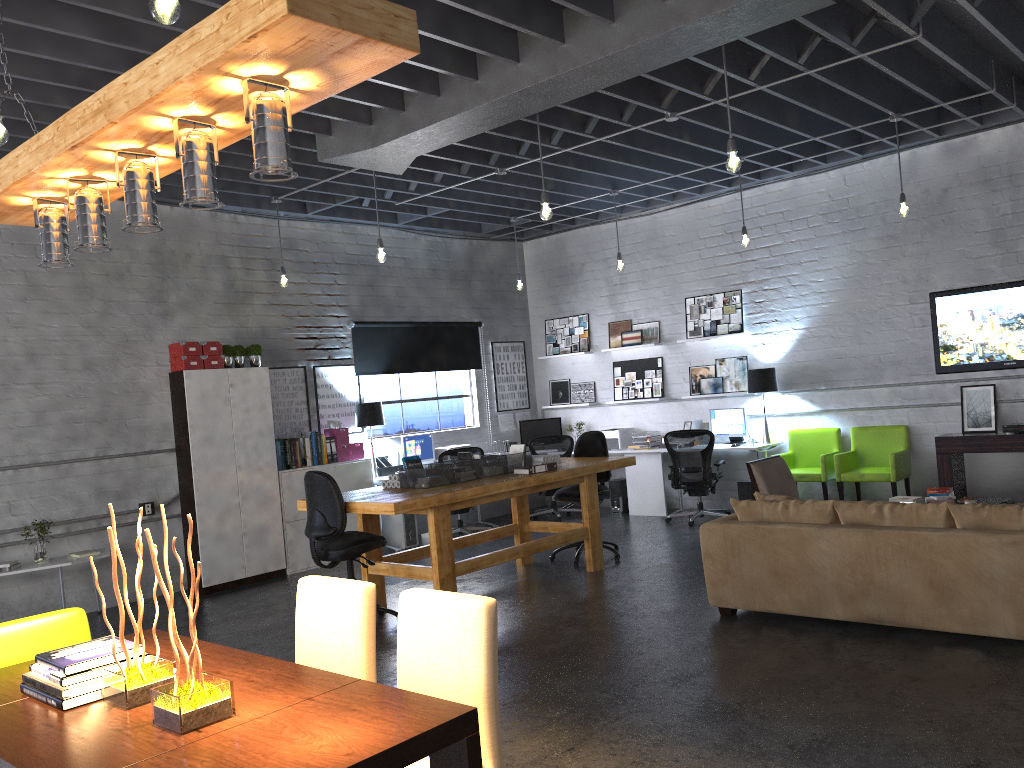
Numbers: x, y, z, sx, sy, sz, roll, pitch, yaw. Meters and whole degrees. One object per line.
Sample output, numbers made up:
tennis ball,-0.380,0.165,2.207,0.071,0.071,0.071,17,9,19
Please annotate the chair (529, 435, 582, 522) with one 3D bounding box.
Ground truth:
chair,0.462,1.149,11.010,0.731,1.031,0.753,-5,0,-24

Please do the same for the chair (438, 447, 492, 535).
chair,-0.641,1.234,10.048,0.731,1.031,0.753,-5,0,-44

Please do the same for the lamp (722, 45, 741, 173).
lamp,1.310,-1.720,5.379,0.104,0.878,0.104,-5,0,-4

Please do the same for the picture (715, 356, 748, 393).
picture,2.546,-0.104,10.265,0.410,0.408,0.047,-5,0,42

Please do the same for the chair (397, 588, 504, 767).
chair,-0.352,1.163,2.650,0.491,0.959,0.615,-5,0,42

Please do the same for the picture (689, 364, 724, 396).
picture,2.295,-0.048,10.485,0.452,0.345,0.054,-5,0,42

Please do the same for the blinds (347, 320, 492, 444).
blinds,-1.041,0.043,10.733,0.100,1.632,2.118,-5,0,42

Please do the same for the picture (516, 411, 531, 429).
picture,0.167,0.494,12.070,0.036,0.221,0.289,-5,0,42

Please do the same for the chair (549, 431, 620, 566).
chair,0.670,1.033,8.180,0.659,1.165,0.686,-5,0,40

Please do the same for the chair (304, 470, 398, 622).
chair,-1.185,1.174,6.407,0.659,1.165,0.686,-5,0,40

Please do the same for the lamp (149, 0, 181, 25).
lamp,-1.096,-1.541,2.714,0.104,0.878,0.104,-5,0,-27

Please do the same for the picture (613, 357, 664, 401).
picture,1.579,-0.058,11.134,0.750,0.503,0.058,-5,0,42

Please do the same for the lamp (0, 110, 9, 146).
lamp,-2.195,-1.434,3.713,0.104,0.878,0.104,-5,0,-30

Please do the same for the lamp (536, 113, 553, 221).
lamp,0.211,-1.613,6.378,0.104,0.878,0.104,-5,0,42

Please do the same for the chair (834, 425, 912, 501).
chair,3.681,0.903,9.008,0.612,0.920,0.515,-5,0,42

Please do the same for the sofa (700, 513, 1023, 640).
sofa,2.467,1.115,5.458,2.332,0.628,1.103,-5,-1,42

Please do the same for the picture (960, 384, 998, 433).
picture,4.480,0.238,8.512,0.308,0.457,0.092,-5,0,42

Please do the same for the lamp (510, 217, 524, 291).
lamp,0.060,-1.553,10.601,0.104,0.878,0.104,-5,0,42

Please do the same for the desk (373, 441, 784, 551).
desk,0.650,1.244,9.897,3.577,0.785,3.296,-5,-1,42

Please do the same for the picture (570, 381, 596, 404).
picture,0.934,0.118,11.738,0.410,0.277,0.036,-5,0,42

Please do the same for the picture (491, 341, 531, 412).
picture,-0.013,-0.108,11.938,0.020,0.935,0.658,-5,0,42

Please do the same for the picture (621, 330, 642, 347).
picture,1.503,-0.568,11.146,0.311,0.196,0.029,-5,0,42

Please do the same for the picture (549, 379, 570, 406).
picture,0.649,0.113,11.998,0.355,0.343,0.042,-5,0,42

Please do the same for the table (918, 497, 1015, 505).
table,3.766,1.192,7.693,0.872,0.300,0.873,-4,-1,-44

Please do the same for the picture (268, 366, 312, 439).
picture,-2.385,0.211,9.298,0.020,0.780,0.606,-5,0,42

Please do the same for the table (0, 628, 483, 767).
table,-1.005,1.309,2.579,1.801,0.780,0.853,-5,0,42

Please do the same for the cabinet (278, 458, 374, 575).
cabinet,-2.021,1.350,9.265,0.466,1.021,1.150,-5,0,42

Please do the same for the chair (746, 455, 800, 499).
chair,2.437,1.032,7.340,0.725,0.842,0.574,-5,0,42

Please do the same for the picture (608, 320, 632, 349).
picture,1.376,-0.629,11.279,0.355,0.343,0.042,-5,0,42

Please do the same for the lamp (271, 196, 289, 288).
lamp,-2.253,-1.374,8.620,0.104,0.878,0.104,-5,0,42

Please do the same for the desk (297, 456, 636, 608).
desk,-0.208,1.219,7.287,1.116,0.926,2.830,-5,-1,42

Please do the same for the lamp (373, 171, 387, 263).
lamp,-1.158,-1.481,7.624,0.104,0.878,0.104,-5,0,42

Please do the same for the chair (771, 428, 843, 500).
chair,3.168,0.953,9.475,0.612,0.920,0.515,-5,0,42

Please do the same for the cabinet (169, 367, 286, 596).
cabinet,-2.686,0.884,8.428,0.291,2.047,0.872,-5,0,42

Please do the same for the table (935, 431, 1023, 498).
table,4.724,0.853,8.142,1.411,0.820,0.403,-5,0,42

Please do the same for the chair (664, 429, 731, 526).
chair,2.017,1.001,9.802,0.732,1.031,0.752,-5,0,11

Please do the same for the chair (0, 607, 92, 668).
chair,-1.605,1.314,3.148,0.609,0.909,0.636,-5,0,42

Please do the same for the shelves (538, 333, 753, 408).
shelves,1.561,-0.127,11.049,3.026,0.694,0.199,-5,0,42

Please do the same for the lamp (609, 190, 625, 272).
lamp,1.141,-1.658,9.618,0.104,0.878,0.104,-5,0,42

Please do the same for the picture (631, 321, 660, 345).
picture,1.661,-0.624,11.019,0.410,0.277,0.036,-5,0,42

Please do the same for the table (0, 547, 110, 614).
table,-3.820,1.729,7.212,0.517,0.532,1.335,-5,0,42

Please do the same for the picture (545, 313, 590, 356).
picture,0.733,-0.647,11.847,0.750,0.503,0.058,-5,0,42

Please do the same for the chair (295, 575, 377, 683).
chair,-0.785,1.205,3.045,0.491,0.959,0.615,-5,0,42

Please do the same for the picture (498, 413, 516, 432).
picture,-0.066,0.511,11.812,0.036,0.221,0.289,-5,0,42

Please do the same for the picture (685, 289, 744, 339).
picture,2.356,-0.805,10.370,0.750,0.503,0.058,-5,0,42

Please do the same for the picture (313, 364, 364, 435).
picture,-1.916,0.176,9.818,0.020,0.780,0.606,-5,0,42
